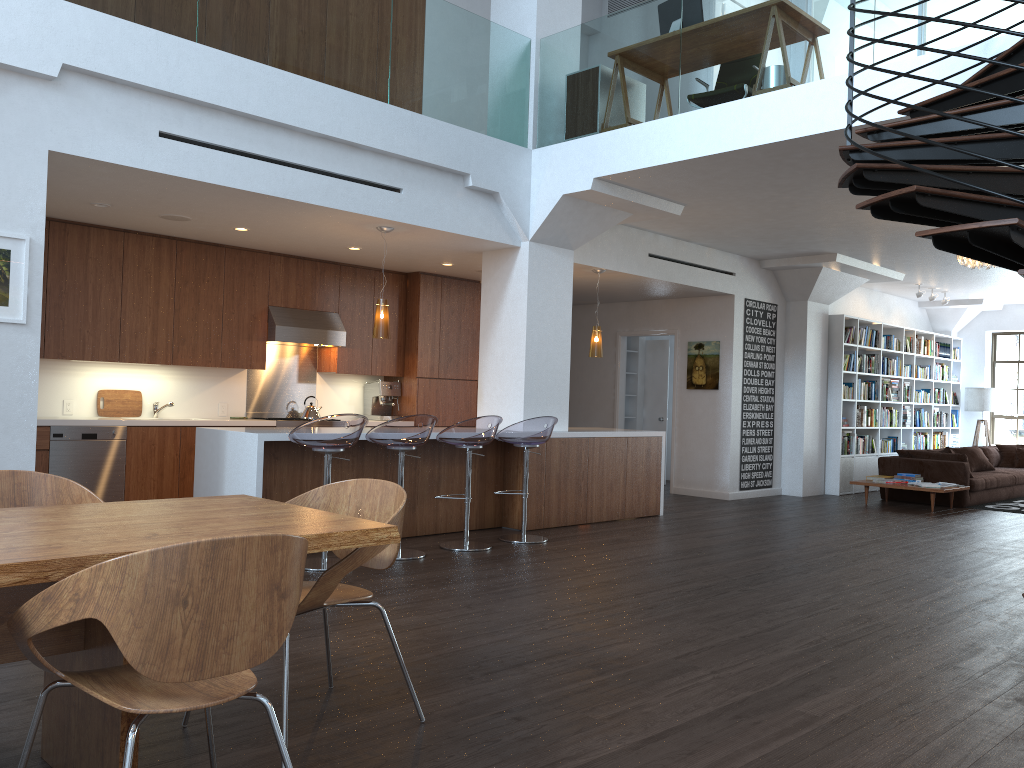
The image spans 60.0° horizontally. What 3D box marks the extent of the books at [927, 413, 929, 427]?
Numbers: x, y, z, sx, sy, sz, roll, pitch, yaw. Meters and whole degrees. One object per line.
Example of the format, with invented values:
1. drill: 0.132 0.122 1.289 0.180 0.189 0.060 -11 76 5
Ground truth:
1. books: 6.543 0.570 14.099 0.084 0.222 0.161 3 -1 -45

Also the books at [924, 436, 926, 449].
1. books: 6.439 0.934 14.016 0.174 0.240 0.045 1 -1 45

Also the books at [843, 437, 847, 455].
1. books: 4.443 0.836 12.018 0.054 0.240 0.174 3 -1 -45

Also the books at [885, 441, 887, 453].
1. books: 5.434 0.921 12.996 0.020 0.167 0.120 3 -1 -45

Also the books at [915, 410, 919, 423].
1. books: 6.235 0.538 13.802 0.077 0.255 0.182 3 -1 -45

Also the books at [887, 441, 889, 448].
1. books: 5.475 0.922 13.028 0.017 0.167 0.107 3 -1 -45

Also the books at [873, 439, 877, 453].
1. books: 5.109 0.885 12.680 0.161 0.207 0.135 1 -1 45

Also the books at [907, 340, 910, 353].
1. books: 5.961 -0.574 13.503 0.161 0.207 0.130 1 -1 45

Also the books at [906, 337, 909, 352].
1. books: 5.917 -0.590 13.470 0.174 0.236 0.136 1 -1 45

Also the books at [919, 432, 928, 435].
1. books: 6.494 0.911 14.067 0.176 0.290 0.036 1 -1 45

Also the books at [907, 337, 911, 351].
1. books: 6.011 -0.594 13.568 0.031 0.251 0.160 3 -1 -45

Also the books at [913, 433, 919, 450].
1. books: 6.218 0.901 13.801 0.198 0.284 0.066 1 -1 45

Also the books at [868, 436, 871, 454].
1. books: 5.001 0.856 12.581 0.042 0.253 0.183 3 -1 -45

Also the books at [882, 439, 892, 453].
1. books: 5.542 0.914 13.111 0.036 0.191 0.139 3 -1 -45

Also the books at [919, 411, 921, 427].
1. books: 6.276 0.541 13.828 0.098 0.253 0.182 3 -1 -45

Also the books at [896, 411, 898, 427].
1. books: 5.661 0.517 13.238 0.174 0.240 0.045 1 -1 45

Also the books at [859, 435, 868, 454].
1. books: 4.935 0.850 12.524 0.042 0.259 0.180 3 -1 -45

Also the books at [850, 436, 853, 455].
1. books: 4.575 0.836 12.162 0.048 0.251 0.180 3 -1 -45

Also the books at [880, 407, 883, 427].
1. books: 5.259 0.475 12.839 0.198 0.284 0.066 1 -1 45

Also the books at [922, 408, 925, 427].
1. books: 6.386 0.527 13.954 0.125 0.293 0.176 3 -1 -45

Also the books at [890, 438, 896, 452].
1. books: 5.642 0.913 13.212 0.027 0.202 0.146 3 -1 -45

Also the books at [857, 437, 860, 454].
1. books: 4.748 0.855 12.337 0.053 0.231 0.176 3 -1 -45

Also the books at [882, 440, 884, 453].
1. books: 5.353 0.908 12.935 0.030 0.184 0.134 3 -1 -45

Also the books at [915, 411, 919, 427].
1. books: 6.212 0.542 13.769 0.085 0.243 0.174 3 -1 -45

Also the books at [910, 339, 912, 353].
1. books: 6.039 -0.579 13.583 0.032 0.223 0.161 3 -1 -45

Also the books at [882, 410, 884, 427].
1. books: 5.301 0.494 12.860 0.160 0.250 0.026 1 -1 45

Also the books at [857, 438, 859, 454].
1. books: 4.724 0.858 12.299 0.032 0.223 0.161 3 -1 -45

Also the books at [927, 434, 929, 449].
1. books: 6.528 0.928 14.100 0.180 0.259 0.060 1 -1 45

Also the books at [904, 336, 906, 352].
1. books: 5.857 -0.603 13.408 0.042 0.253 0.183 3 -1 -45

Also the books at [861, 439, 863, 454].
1. books: 4.809 0.871 12.382 0.161 0.223 0.030 1 -1 45

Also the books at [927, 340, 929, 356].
1. books: 6.501 -0.571 14.052 0.034 0.253 0.183 3 -1 -45

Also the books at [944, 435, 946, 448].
1. books: 7.064 0.961 14.639 0.057 0.246 0.171 3 -1 -45

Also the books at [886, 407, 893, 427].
1. books: 5.534 0.485 13.105 0.176 0.290 0.036 1 -1 45

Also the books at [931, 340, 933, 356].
1. books: 6.625 -0.566 14.169 0.034 0.253 0.183 3 -1 -45

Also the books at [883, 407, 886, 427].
1. books: 5.343 0.476 12.911 0.176 0.290 0.053 1 -1 45

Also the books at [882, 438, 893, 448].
1. books: 5.561 0.909 13.138 0.027 0.202 0.146 3 -1 -45

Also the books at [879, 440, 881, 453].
1. books: 5.257 0.900 12.830 0.036 0.191 0.139 3 -1 -45

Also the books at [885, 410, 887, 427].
1. books: 5.373 0.496 12.941 0.183 0.253 0.034 1 -1 45

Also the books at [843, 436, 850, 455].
1. books: 4.516 0.833 12.104 0.042 0.253 0.183 3 -1 -45

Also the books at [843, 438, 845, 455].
1. books: 4.412 0.843 11.988 0.032 0.223 0.161 3 -1 -45

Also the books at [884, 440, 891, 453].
1. books: 5.523 0.919 13.089 0.021 0.178 0.128 3 -1 -45

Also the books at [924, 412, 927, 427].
1. books: 6.451 0.555 14.012 0.105 0.242 0.174 3 -1 -45

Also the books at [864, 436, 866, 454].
1. books: 4.883 0.854 12.465 0.039 0.246 0.171 3 -1 -45

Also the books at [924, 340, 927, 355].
1. books: 6.445 -0.571 13.992 0.057 0.246 0.171 3 -1 -45

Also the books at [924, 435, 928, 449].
1. books: 6.475 0.929 14.036 0.183 0.253 0.034 1 -1 45

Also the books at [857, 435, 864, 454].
1. books: 4.828 0.847 12.416 0.042 0.253 0.183 3 -1 -45

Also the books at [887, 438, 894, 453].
1. books: 5.586 0.911 13.151 0.027 0.202 0.146 3 -1 -45

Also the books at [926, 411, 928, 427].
1. books: 6.487 0.552 14.052 0.118 0.251 0.170 3 -1 -45

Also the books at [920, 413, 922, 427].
1. books: 6.317 0.559 13.878 0.083 0.222 0.161 3 -1 -45

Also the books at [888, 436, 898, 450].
1. books: 5.699 0.902 13.275 0.042 0.231 0.140 3 -1 -45

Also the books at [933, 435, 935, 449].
1. books: 6.719 0.940 14.294 0.036 0.253 0.183 3 -1 -45

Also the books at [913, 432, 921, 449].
1. books: 6.302 0.902 13.873 0.176 0.290 0.053 1 -1 45

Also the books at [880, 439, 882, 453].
1. books: 5.284 0.899 12.861 0.045 0.196 0.136 3 -1 -45

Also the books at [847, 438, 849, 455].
1. books: 4.499 0.847 12.068 0.032 0.223 0.161 3 -1 -45

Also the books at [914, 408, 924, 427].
1. books: 6.338 0.526 13.913 0.136 0.290 0.197 3 -1 -45

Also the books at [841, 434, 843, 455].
1. books: 4.350 0.809 11.951 0.049 0.284 0.198 3 -1 -45

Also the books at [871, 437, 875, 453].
1. books: 5.063 0.869 12.645 0.174 0.236 0.142 1 -1 45

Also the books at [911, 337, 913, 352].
1. books: 6.061 -0.591 13.612 0.039 0.251 0.160 3 -1 -45

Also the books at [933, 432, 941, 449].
1. books: 6.880 0.933 14.473 0.066 0.284 0.198 3 -1 -45

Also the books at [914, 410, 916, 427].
1. books: 6.138 0.533 13.698 0.077 0.255 0.182 3 -1 -45
